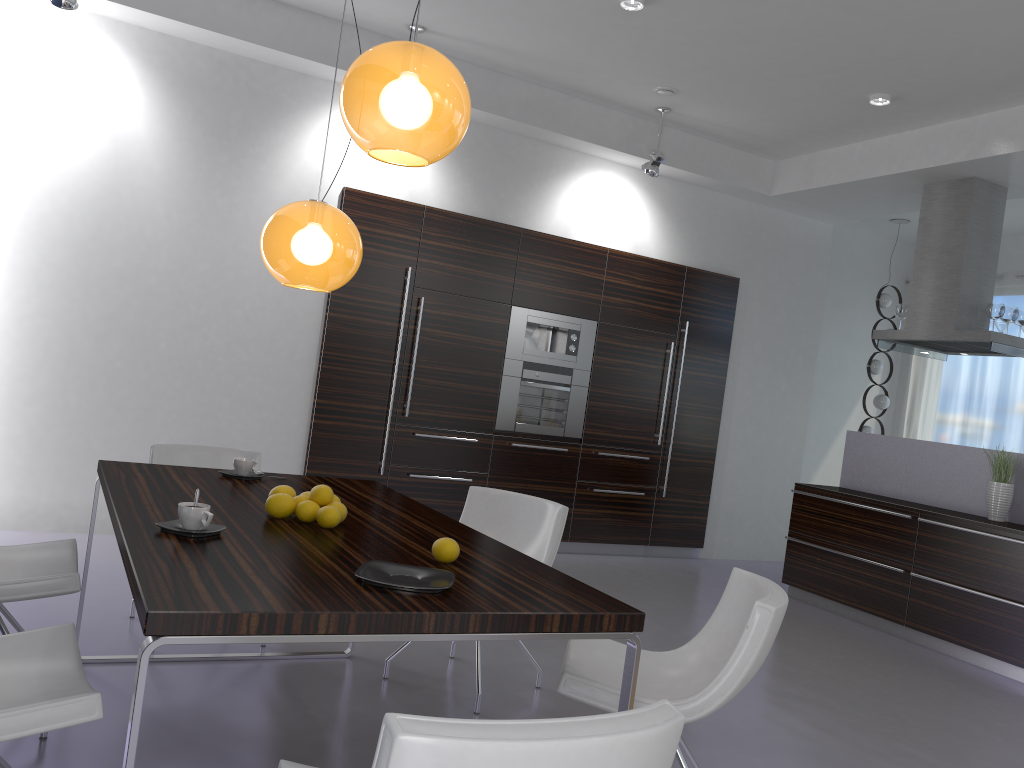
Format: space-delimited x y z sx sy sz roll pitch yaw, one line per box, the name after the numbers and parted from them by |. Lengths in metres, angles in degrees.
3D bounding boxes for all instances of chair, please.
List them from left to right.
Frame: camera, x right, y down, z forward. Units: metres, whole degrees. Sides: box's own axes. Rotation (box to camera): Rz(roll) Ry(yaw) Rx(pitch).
-1.260 0.718 1.921 0.620 0.805 0.508 8 0 -32 | chair
-1.735 0.656 2.845 0.620 0.805 0.508 8 0 -27 | chair
-1.373 0.710 3.999 0.508 0.805 0.620 8 0 -32 | chair
-0.101 0.875 1.530 0.508 0.805 0.620 8 0 -27 | chair
-0.141 0.878 3.799 0.508 0.805 0.620 8 0 33 | chair
0.445 0.954 2.640 0.620 0.805 0.508 8 0 8 | chair

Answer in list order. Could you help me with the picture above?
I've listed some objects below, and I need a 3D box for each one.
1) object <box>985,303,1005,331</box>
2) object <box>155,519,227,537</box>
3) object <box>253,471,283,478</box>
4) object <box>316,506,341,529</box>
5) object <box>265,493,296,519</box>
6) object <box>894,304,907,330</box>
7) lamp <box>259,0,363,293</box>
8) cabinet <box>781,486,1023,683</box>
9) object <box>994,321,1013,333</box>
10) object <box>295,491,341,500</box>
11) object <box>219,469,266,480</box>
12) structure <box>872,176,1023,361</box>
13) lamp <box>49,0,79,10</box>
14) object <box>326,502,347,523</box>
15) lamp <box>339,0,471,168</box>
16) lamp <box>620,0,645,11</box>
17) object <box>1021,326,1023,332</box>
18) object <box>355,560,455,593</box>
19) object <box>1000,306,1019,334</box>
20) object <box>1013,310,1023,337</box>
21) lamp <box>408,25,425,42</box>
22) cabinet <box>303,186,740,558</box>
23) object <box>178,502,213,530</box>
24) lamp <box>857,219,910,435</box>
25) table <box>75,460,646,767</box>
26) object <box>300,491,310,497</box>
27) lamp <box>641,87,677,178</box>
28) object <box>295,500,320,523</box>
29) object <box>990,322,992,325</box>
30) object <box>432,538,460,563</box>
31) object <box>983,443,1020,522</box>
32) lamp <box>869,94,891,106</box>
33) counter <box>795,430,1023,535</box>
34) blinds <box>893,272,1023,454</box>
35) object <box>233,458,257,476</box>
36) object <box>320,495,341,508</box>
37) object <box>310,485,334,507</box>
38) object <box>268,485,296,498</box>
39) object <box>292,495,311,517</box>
3.388 -0.455 6.234 0.125 0.221 0.125 8 0 -3 | object
-0.851 0.384 2.353 0.154 0.020 0.154 8 0 17 | object
-0.973 0.364 3.559 0.032 0.028 0.155 8 0 44 | object
-0.551 0.400 2.662 0.070 0.068 0.083 8 0 -24 | object
-0.710 0.374 2.720 0.094 0.077 0.079 8 0 16 | object
3.016 -0.504 6.867 0.125 0.221 0.125 8 0 -3 | object
-0.598 -1.317 3.155 0.358 1.974 0.359 8 0 -22 | lamp
3.391 1.344 5.534 1.377 0.852 3.285 8 0 -27 | cabinet
3.715 -0.385 6.733 0.137 0.174 0.137 8 0 27 | object
-0.725 0.404 3.110 0.232 0.020 0.232 8 0 1 | object
-1.063 0.359 3.490 0.154 0.020 0.154 8 0 19 | object
3.500 -0.817 6.669 0.915 1.231 0.981 8 0 -27 | structure
-2.426 -2.300 4.852 0.150 0.511 0.185 8 0 -27 | lamp
-0.549 0.400 2.751 0.070 0.068 0.083 8 0 31 | object
-0.199 -1.431 2.430 0.359 1.645 0.358 8 0 -17 | lamp
0.667 -2.117 4.921 0.132 0.035 0.132 8 0 16 | lamp
3.802 -0.374 6.565 0.137 0.174 0.137 8 0 27 | object
-0.255 0.465 2.128 0.232 0.020 0.232 8 0 1 | object
3.526 -0.436 6.307 0.125 0.221 0.125 8 0 -3 | object
3.656 -0.418 6.375 0.125 0.221 0.125 8 0 -3 | object
-0.668 -2.056 5.773 0.150 0.511 0.185 8 0 -27 | lamp
0.127 0.071 7.224 3.600 2.500 0.669 8 0 -27 | cabinet
-0.837 0.354 2.353 0.101 0.064 0.081 8 0 -3 | object
3.809 -0.493 9.064 0.367 2.370 0.180 8 0 -34 | lamp
-0.691 0.810 2.783 1.127 0.783 2.046 8 0 -27 | table
-0.665 0.385 2.893 0.070 0.068 0.083 8 0 -24 | object
1.070 -1.816 6.487 0.171 0.511 0.605 8 0 4 | lamp
-0.623 0.390 2.712 0.070 0.068 0.083 8 0 31 | object
3.648 -0.394 6.897 0.137 0.174 0.137 8 0 27 | object
-0.179 0.450 2.398 0.070 0.068 0.083 8 0 -24 | object
3.084 0.617 5.627 0.247 0.502 0.269 8 0 -27 | object
2.426 -1.873 5.843 0.132 0.035 0.132 8 0 35 | lamp
3.432 1.123 5.538 1.302 1.300 3.291 8 0 -27 | counter
5.067 0.436 8.612 0.120 3.112 3.245 8 0 -27 | blinds
-1.059 0.328 3.500 0.081 0.064 0.101 8 0 -2 | object
-0.592 0.389 2.831 0.094 0.080 0.076 8 0 -26 | object
-0.594 0.348 2.767 0.070 0.068 0.083 8 0 -24 | object
-0.749 0.369 2.896 0.079 0.077 0.094 8 0 36 | object
-0.661 0.383 2.785 0.081 0.071 0.069 8 0 40 | object
